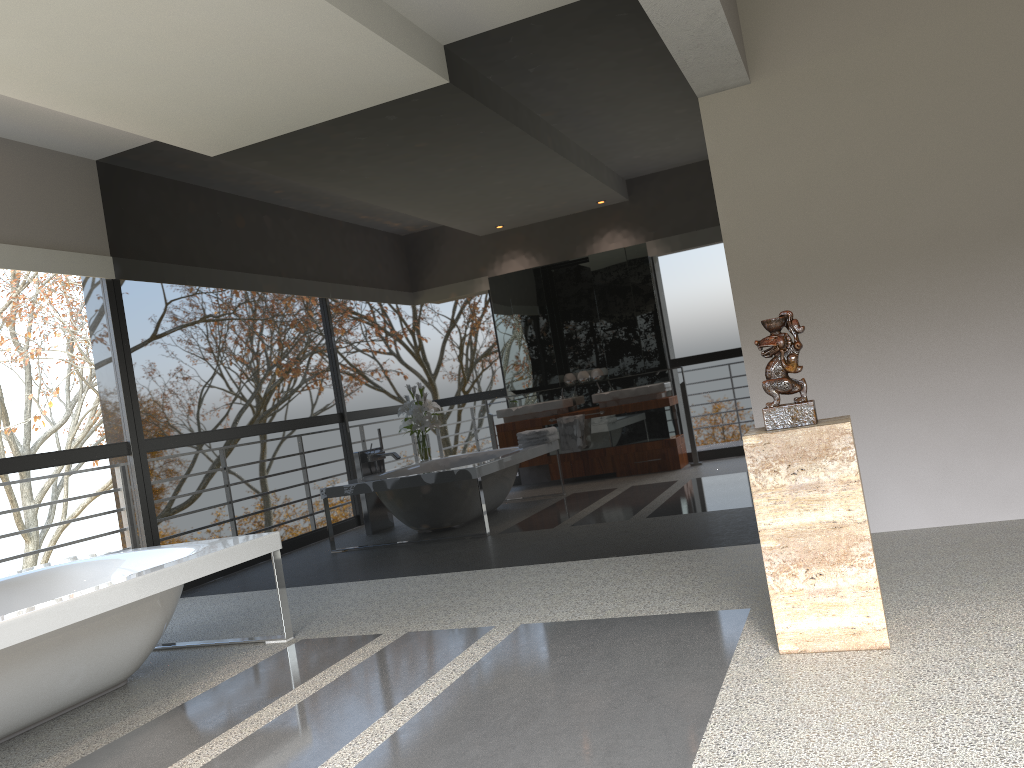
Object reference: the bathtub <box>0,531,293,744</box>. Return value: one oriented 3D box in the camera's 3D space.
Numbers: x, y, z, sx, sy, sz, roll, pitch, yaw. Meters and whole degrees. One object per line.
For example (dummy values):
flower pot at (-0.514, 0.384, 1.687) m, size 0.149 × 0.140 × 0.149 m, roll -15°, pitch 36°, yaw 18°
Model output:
bathtub at (-2.010, 1.087, 3.498) m, size 1.327 × 0.504 × 1.959 m, roll -10°, pitch -1°, yaw 21°

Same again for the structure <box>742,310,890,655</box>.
structure at (0.958, 0.293, 2.891) m, size 0.328 × 1.074 × 0.292 m, roll -10°, pitch -2°, yaw 21°
